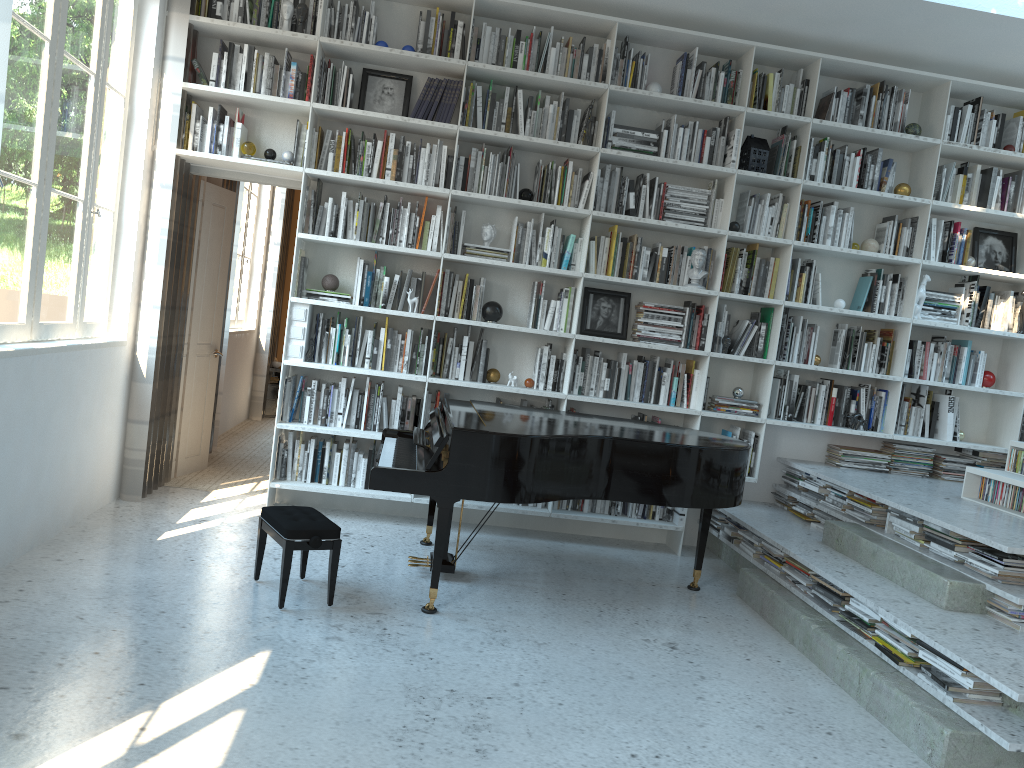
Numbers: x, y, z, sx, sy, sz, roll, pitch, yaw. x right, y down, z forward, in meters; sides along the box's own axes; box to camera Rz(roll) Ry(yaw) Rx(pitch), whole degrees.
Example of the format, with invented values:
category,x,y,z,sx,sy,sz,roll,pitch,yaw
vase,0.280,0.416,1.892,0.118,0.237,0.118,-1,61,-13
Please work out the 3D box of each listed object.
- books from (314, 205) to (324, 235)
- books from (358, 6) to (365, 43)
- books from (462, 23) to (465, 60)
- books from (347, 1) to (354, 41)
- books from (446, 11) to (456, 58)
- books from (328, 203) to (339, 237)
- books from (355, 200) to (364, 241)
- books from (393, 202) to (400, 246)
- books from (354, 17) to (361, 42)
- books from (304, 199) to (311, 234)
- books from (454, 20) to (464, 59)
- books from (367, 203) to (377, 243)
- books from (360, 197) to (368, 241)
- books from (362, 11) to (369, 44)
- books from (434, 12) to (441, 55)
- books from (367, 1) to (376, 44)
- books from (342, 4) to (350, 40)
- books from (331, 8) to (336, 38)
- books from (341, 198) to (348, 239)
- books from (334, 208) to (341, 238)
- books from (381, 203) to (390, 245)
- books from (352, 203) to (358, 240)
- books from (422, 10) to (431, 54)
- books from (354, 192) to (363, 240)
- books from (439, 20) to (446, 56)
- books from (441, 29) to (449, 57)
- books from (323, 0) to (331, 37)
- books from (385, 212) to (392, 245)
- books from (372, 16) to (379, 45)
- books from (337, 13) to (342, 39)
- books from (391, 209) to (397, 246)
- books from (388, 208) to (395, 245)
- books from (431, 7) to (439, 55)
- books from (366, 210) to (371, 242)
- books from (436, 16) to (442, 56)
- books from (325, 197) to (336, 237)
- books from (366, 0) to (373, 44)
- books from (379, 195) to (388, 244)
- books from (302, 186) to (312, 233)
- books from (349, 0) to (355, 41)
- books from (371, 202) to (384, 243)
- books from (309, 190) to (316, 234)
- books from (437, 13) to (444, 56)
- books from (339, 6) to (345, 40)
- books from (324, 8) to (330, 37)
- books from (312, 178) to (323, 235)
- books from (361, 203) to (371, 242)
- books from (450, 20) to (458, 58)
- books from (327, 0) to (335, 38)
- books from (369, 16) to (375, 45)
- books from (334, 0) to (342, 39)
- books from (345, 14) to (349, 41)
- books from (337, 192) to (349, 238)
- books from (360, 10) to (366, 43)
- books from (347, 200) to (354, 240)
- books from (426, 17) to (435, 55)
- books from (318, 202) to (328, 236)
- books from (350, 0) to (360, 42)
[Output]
category,x,y,z,sx,sy,sz,roll,pitch,yaw
books,-1.141,-0.959,5.270,0.037,0.182,0.189,7,4,-7
books,-0.886,-2.073,5.216,0.013,0.253,0.129,7,4,-7
books,-0.289,-1.999,5.295,0.039,0.252,0.146,7,4,-7
books,-0.946,-2.084,5.201,0.016,0.261,0.154,7,4,-7
books,-0.368,-2.030,5.258,0.025,0.297,0.163,7,4,-7
books,-1.058,-0.959,5.270,0.028,0.204,0.188,7,4,-7
books,-0.904,-0.963,5.295,0.021,0.247,0.188,7,4,-7
books,-0.695,-0.950,5.332,0.012,0.272,0.145,7,4,-7
books,-0.909,-2.040,5.210,0.026,0.183,0.161,7,4,-7
books,-1.206,-0.982,5.274,0.026,0.209,0.155,7,4,-7
books,-0.323,-2.004,5.276,0.031,0.254,0.178,7,4,-7
books,-0.840,-0.953,5.312,0.023,0.242,0.184,7,4,-7
books,-0.889,-0.974,5.313,0.011,0.271,0.157,7,4,-7
books,-0.857,-2.049,5.204,0.021,0.214,0.173,7,4,-7
books,-0.449,-2.034,5.267,0.013,0.283,0.166,7,4,-7
books,-0.831,-2.088,5.236,0.015,0.293,0.130,7,4,-7
books,-0.976,-2.079,5.202,0.016,0.243,0.156,7,4,-7
books,-1.045,-2.071,5.200,0.032,0.210,0.158,7,4,-7
books,-0.994,-0.974,5.290,0.011,0.246,0.176,7,4,-7
books,-1.040,-0.952,5.318,0.021,0.188,0.129,7,4,-7
books,-0.759,-0.951,5.331,0.021,0.257,0.155,7,4,-7
books,-0.935,-0.958,5.302,0.014,0.230,0.148,7,4,-7
books,-0.508,-2.039,5.249,0.024,0.280,0.187,7,4,-7
books,-0.918,-0.988,5.299,0.011,0.293,0.183,7,4,-7
books,-0.420,-2.017,5.289,0.013,0.255,0.129,7,4,-7
books,-0.402,-1.981,5.270,0.027,0.190,0.177,7,4,-7
books,-1.083,-2.114,5.195,0.007,0.285,0.159,7,4,-7
books,-0.742,-0.923,5.336,0.021,0.205,0.129,7,4,-7
books,-0.809,-2.042,5.235,0.013,0.210,0.136,7,4,-7
books,-1.010,-2.059,5.211,0.017,0.194,0.129,7,4,-7
books,-0.710,-0.930,5.336,0.013,0.228,0.151,7,4,-7
books,-0.722,-0.931,5.323,0.013,0.229,0.176,7,4,-7
books,-0.461,-2.056,5.278,0.014,0.321,0.136,7,4,-7
books,-0.860,-0.937,5.330,0.010,0.204,0.139,7,4,-7
books,-0.438,-2.022,5.257,0.010,0.264,0.156,7,4,-7
books,-1.082,-0.979,5.276,0.022,0.236,0.177,7,4,-7
books,-0.840,-2.092,5.223,0.007,0.301,0.145,7,4,-7
books,-0.772,-0.973,5.318,0.013,0.300,0.151,7,4,-7
books,-1.221,-1.022,5.278,0.012,0.285,0.159,7,4,-7
books,-0.934,-2.088,5.200,0.007,0.272,0.154,7,4,-7
books,-0.806,-0.957,5.333,0.048,0.256,0.141,7,4,-7
books,-1.178,-1.006,5.258,0.027,0.266,0.175,7,4,-7
books,-0.427,-2.026,5.258,0.011,0.274,0.183,7,4,-7
books,-0.991,-2.072,5.196,0.013,0.225,0.176,7,4,-7
books,-1.076,-2.072,5.191,0.017,0.204,0.142,7,4,-7
books,-1.154,-1.037,5.255,0.012,0.334,0.184,7,4,-7
books,-0.872,-0.954,5.300,0.024,0.237,0.166,7,4,-7
books,-0.350,-2.011,5.286,0.022,0.261,0.152,7,4,-7
books,-1.061,-2.098,5.197,0.007,0.259,0.156,7,4,-7
books,-0.821,-2.039,5.224,0.014,0.202,0.170,7,4,-7
books,-1.019,-2.087,5.194,0.012,0.249,0.179,7,4,-7
books,-0.966,-2.053,5.214,0.014,0.192,0.146,7,4,-7
books,-1.010,-0.994,5.295,0.023,0.281,0.174,7,4,-7
books,-0.875,-2.054,5.209,0.013,0.220,0.181,7,4,-7
books,-0.967,-0.970,5.317,0.049,0.243,0.139,7,4,-7
books,-0.484,-2.021,5.253,0.028,0.249,0.155,7,4,-7
books,-1.117,-0.971,5.290,0.042,0.209,0.143,7,4,-7
books,-0.921,-2.089,5.186,0.015,0.280,0.190,7,4,-7
